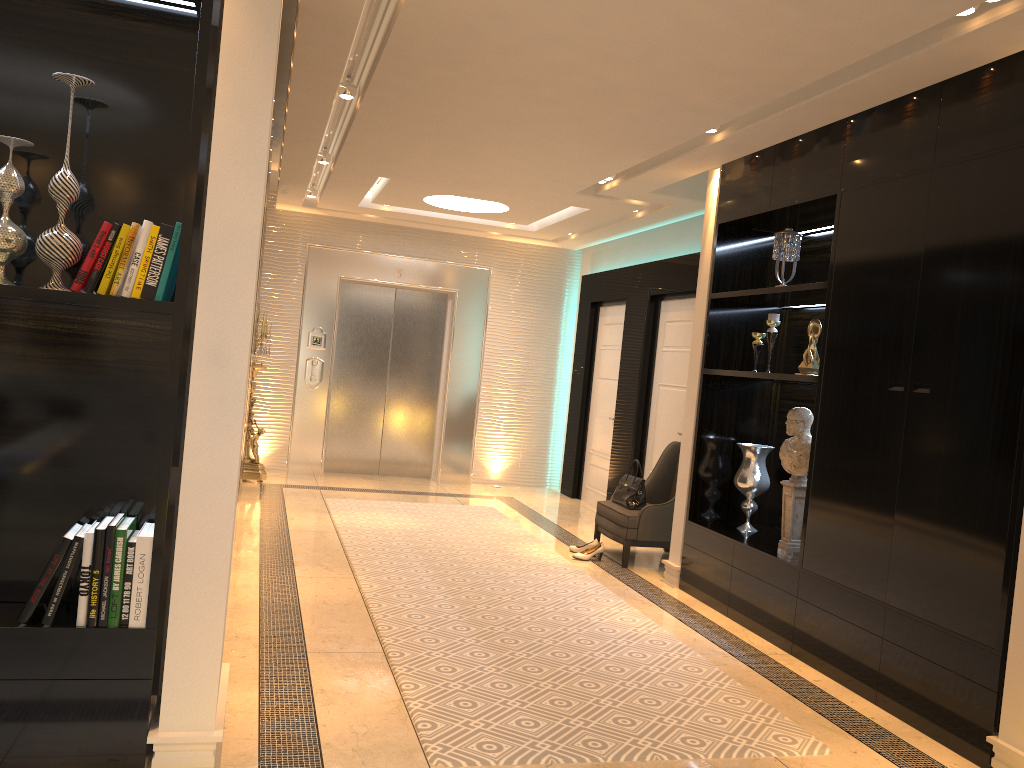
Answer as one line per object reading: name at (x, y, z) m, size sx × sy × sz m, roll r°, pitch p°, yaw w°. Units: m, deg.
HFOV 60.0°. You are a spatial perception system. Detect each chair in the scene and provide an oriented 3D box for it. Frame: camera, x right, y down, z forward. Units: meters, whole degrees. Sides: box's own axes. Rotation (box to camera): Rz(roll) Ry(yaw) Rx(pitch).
chair at (1.032, 0.828, 6.441) m, size 0.702 × 0.898 × 0.625 m, roll 5°, pitch 1°, yaw -15°

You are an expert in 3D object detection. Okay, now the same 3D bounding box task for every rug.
rug at (-0.214, 1.172, 5.466) m, size 1.526 × 0.015 × 5.025 m, roll 5°, pitch 1°, yaw -16°

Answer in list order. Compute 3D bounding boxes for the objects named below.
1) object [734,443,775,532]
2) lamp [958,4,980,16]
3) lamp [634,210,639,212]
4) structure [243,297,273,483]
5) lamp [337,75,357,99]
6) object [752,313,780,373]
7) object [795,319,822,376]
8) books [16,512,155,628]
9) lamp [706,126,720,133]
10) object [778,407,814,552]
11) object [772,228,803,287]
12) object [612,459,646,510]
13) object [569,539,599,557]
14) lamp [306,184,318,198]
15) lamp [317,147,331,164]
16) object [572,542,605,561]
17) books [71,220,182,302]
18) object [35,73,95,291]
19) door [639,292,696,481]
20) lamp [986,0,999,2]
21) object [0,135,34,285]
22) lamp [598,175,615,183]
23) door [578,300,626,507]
object at (1.470, 0.636, 5.448) m, size 0.221 × 0.522 × 0.221 m, roll 5°, pitch 1°, yaw -11°
lamp at (1.554, -1.334, 3.044) m, size 0.107 × 0.127 × 0.107 m, roll 5°, pitch 1°, yaw -35°
lamp at (1.003, -1.479, 7.281) m, size 0.107 × 0.127 × 0.107 m, roll 5°, pitch 1°, yaw -35°
structure at (-2.359, 0.053, 8.422) m, size 0.382 × 1.715 × 0.811 m, roll 6°, pitch 1°, yaw 8°
lamp at (-0.893, -1.613, 4.812) m, size 0.107 × 0.127 × 0.107 m, roll 5°, pitch 1°, yaw -35°
object at (1.492, -0.240, 5.244) m, size 0.079 × 0.361 × 0.176 m, roll 5°, pitch 1°, yaw -35°
object at (1.642, -0.197, 4.845) m, size 0.113 × 0.318 × 0.116 m, roll 5°, pitch 1°, yaw -16°
books at (-1.248, 0.544, 2.638) m, size 0.345 × 0.296 × 0.222 m, roll 5°, pitch 1°, yaw -16°
lamp at (1.070, -1.419, 4.776) m, size 0.107 × 0.127 × 0.107 m, roll 5°, pitch 1°, yaw -35°
object at (1.583, 0.525, 4.885) m, size 0.221 × 0.794 × 0.308 m, roll 6°, pitch 1°, yaw 11°
object at (1.535, -0.700, 4.972) m, size 0.155 × 0.347 × 0.155 m, roll 5°, pitch 2°, yaw -36°
object at (0.860, 0.714, 6.400) m, size 0.168 × 0.345 × 0.366 m, roll 5°, pitch 1°, yaw -17°
object at (0.525, 1.165, 6.412) m, size 0.235 × 0.135 × 0.084 m, roll 6°, pitch 1°, yaw 32°
lamp at (-1.838, -1.777, 8.148) m, size 0.107 × 0.127 × 0.107 m, roll 5°, pitch 1°, yaw -35°
lamp at (-1.396, -1.700, 6.590) m, size 0.107 × 0.127 × 0.107 m, roll 6°, pitch 1°, yaw 3°
object at (0.540, 1.171, 6.219) m, size 0.235 × 0.135 × 0.084 m, roll 5°, pitch 1°, yaw -14°
books at (-1.133, -0.370, 2.640) m, size 0.290 × 0.238 × 0.189 m, roll 5°, pitch 1°, yaw -17°
object at (-1.294, -0.575, 2.566) m, size 0.121 × 0.612 × 0.121 m, roll 5°, pitch 1°, yaw -21°
door at (1.308, 0.266, 7.312) m, size 0.089 × 2.034 × 0.919 m, roll 5°, pitch 1°, yaw -16°
lamp at (1.589, -1.328, 2.920) m, size 0.107 × 0.127 × 0.107 m, roll 5°, pitch 1°, yaw -35°
object at (-1.456, -0.492, 2.552) m, size 0.121 × 0.416 × 0.121 m, roll 5°, pitch 1°, yaw -21°
lamp at (0.655, -1.491, 6.250) m, size 0.107 × 0.127 × 0.235 m, roll 5°, pitch 1°, yaw -16°
door at (0.916, 0.198, 8.697) m, size 0.089 × 2.034 × 0.919 m, roll 5°, pitch 1°, yaw -16°
